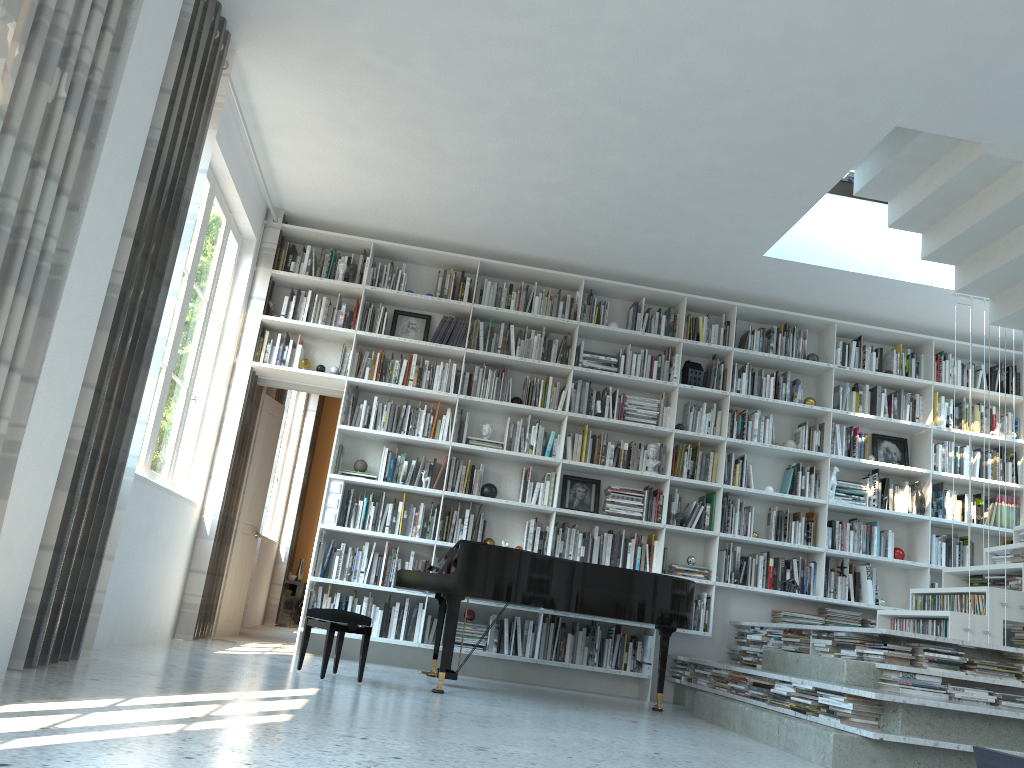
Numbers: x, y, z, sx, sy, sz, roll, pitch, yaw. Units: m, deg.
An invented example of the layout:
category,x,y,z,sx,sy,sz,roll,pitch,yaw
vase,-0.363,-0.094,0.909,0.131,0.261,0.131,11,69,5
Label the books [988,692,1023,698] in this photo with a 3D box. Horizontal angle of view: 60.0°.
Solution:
category,x,y,z,sx,sy,sz,roll,pitch,yaw
books,2.622,1.631,4.642,0.275,0.009,0.177,9,-15,-5

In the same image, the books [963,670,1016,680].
category,x,y,z,sx,sy,sz,roll,pitch,yaw
books,2.543,1.566,4.786,0.294,0.014,0.134,10,-15,-8

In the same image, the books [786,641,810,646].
category,x,y,z,sx,sy,sz,roll,pitch,yaw
books,1.922,1.711,5.826,0.159,0.018,0.203,10,-15,-7

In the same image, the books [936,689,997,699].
category,x,y,z,sx,sy,sz,roll,pitch,yaw
books,2.346,1.609,4.618,0.272,0.012,0.159,10,-15,-7

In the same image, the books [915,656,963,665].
category,x,y,z,sx,sy,sz,roll,pitch,yaw
books,2.274,1.482,4.761,0.210,0.012,0.168,9,-15,-4

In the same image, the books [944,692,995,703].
category,x,y,z,sx,sy,sz,roll,pitch,yaw
books,2.345,1.622,4.604,0.232,0.019,0.170,11,-15,-10

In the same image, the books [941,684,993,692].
category,x,y,z,sx,sy,sz,roll,pitch,yaw
books,2.349,1.585,4.630,0.242,0.005,0.153,9,-15,-4

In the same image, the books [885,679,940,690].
category,x,y,z,sx,sy,sz,roll,pitch,yaw
books,2.069,1.554,4.590,0.210,0.012,0.168,8,-15,-1

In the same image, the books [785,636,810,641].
category,x,y,z,sx,sy,sz,roll,pitch,yaw
books,1.920,1.679,5.833,0.161,0.012,0.255,8,-15,-1

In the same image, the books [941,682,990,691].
category,x,y,z,sx,sy,sz,roll,pitch,yaw
books,2.350,1.577,4.634,0.220,0.013,0.149,9,-15,-6

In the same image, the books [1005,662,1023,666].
category,x,y,z,sx,sy,sz,roll,pitch,yaw
books,2.850,1.536,4.805,0.261,0.012,0.180,8,-15,-1

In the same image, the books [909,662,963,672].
category,x,y,z,sx,sy,sz,roll,pitch,yaw
books,2.268,1.519,4.760,0.227,0.012,0.149,10,-15,-7

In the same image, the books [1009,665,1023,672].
category,x,y,z,sx,sy,sz,roll,pitch,yaw
books,2.846,1.558,4.808,0.284,0.030,0.177,9,-15,-4

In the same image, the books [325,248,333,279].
category,x,y,z,sx,sy,sz,roll,pitch,yaw
books,-1.448,-0.905,7.004,0.014,0.303,0.146,9,-14,-5

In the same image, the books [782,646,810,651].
category,x,y,z,sx,sy,sz,roll,pitch,yaw
books,1.908,1.741,5.817,0.178,0.014,0.248,10,-15,-7

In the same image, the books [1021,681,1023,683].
category,x,y,z,sx,sy,sz,roll,pitch,yaw
books,2.837,1.622,4.790,0.220,0.011,0.178,10,-15,-7

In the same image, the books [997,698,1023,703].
category,x,y,z,sx,sy,sz,roll,pitch,yaw
books,2.624,1.661,4.653,0.273,0.009,0.129,8,-15,-2

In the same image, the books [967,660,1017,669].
category,x,y,z,sx,sy,sz,roll,pitch,yaw
books,2.552,1.512,4.785,0.246,0.013,0.173,9,-15,-6

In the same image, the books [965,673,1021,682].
category,x,y,z,sx,sy,sz,roll,pitch,yaw
books,2.544,1.571,4.764,0.287,0.005,0.165,8,-15,0

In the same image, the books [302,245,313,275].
category,x,y,z,sx,sy,sz,roll,pitch,yaw
books,-1.614,-0.923,6.984,0.028,0.282,0.190,9,-14,-5

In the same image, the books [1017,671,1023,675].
category,x,y,z,sx,sy,sz,roll,pitch,yaw
books,2.842,1.582,4.811,0.268,0.014,0.160,9,-15,-6

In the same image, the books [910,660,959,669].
category,x,y,z,sx,sy,sz,roll,pitch,yaw
books,2.269,1.509,4.768,0.207,0.012,0.132,10,-15,-9

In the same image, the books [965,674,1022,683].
category,x,y,z,sx,sy,sz,roll,pitch,yaw
books,2.543,1.577,4.763,0.291,0.007,0.174,8,-15,-2

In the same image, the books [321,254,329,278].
category,x,y,z,sx,sy,sz,roll,pitch,yaw
books,-1.475,-0.883,7.010,0.030,0.257,0.130,9,-14,-5

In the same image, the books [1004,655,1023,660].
category,x,y,z,sx,sy,sz,roll,pitch,yaw
books,2.855,1.500,4.811,0.285,0.013,0.181,11,-15,-10

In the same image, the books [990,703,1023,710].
category,x,y,z,sx,sy,sz,roll,pitch,yaw
books,2.620,1.691,4.642,0.249,0.009,0.144,9,-15,-6

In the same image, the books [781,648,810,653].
category,x,y,z,sx,sy,sz,roll,pitch,yaw
books,1.899,1.751,5.813,0.182,0.011,0.254,8,-15,-1

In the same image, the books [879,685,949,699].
category,x,y,z,sx,sy,sz,roll,pitch,yaw
books,2.065,1.586,4.568,0.262,0.023,0.200,10,-15,-7

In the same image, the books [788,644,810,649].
category,x,y,z,sx,sy,sz,roll,pitch,yaw
books,1.931,1.729,5.822,0.138,0.017,0.238,9,-15,-6

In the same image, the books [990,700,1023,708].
category,x,y,z,sx,sy,sz,roll,pitch,yaw
books,2.624,1.673,4.625,0.250,0.018,0.178,8,-15,-2

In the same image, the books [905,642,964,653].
category,x,y,z,sx,sy,sz,roll,pitch,yaw
books,2.280,1.424,4.795,0.261,0.016,0.129,9,-15,-6

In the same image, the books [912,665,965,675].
category,x,y,z,sx,sy,sz,roll,pitch,yaw
books,2.268,1.529,4.742,0.216,0.015,0.178,10,-15,-7

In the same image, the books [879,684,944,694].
category,x,y,z,sx,sy,sz,roll,pitch,yaw
books,2.065,1.576,4.591,0.264,0.006,0.165,9,-15,-4

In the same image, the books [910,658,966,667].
category,x,y,z,sx,sy,sz,roll,pitch,yaw
books,2.274,1.491,4.748,0.215,0.013,0.190,9,-15,-6

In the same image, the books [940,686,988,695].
category,x,y,z,sx,sy,sz,roll,pitch,yaw
books,2.347,1.597,4.633,0.211,0.018,0.135,8,-15,-2

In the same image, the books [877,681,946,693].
category,x,y,z,sx,sy,sz,roll,pitch,yaw
books,2.066,1.570,4.592,0.285,0.008,0.160,10,-15,-7

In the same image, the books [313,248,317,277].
category,x,y,z,sx,sy,sz,roll,pitch,yaw
books,-1.552,-0.907,6.972,0.057,0.262,0.191,9,-14,-5

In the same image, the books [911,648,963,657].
category,x,y,z,sx,sy,sz,roll,pitch,yaw
books,2.278,1.446,4.777,0.221,0.018,0.154,9,-15,-4

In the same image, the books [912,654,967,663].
category,x,y,z,sx,sy,sz,roll,pitch,yaw
books,2.275,1.472,4.766,0.260,0.009,0.153,8,-15,-2

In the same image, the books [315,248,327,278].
category,x,y,z,sx,sy,sz,roll,pitch,yaw
books,-1.505,-0.905,6.993,0.039,0.282,0.182,9,-14,-5

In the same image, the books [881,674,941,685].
category,x,y,z,sx,sy,sz,roll,pitch,yaw
books,2.070,1.536,4.611,0.257,0.010,0.132,8,-15,-1

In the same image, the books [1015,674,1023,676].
category,x,y,z,sx,sy,sz,roll,pitch,yaw
books,2.843,1.587,4.789,0.281,0.008,0.181,8,-15,0

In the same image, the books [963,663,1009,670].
category,x,y,z,sx,sy,sz,roll,pitch,yaw
books,2.550,1.524,4.788,0.179,0.010,0.160,9,-15,-3

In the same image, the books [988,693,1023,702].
category,x,y,z,sx,sy,sz,roll,pitch,yaw
books,2.629,1.642,4.631,0.287,0.018,0.190,9,-15,-6

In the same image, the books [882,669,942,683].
category,x,y,z,sx,sy,sz,roll,pitch,yaw
books,2.074,1.516,4.602,0.234,0.025,0.158,11,-15,-10

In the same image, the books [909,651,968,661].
category,x,y,z,sx,sy,sz,roll,pitch,yaw
books,2.279,1.456,4.748,0.230,0.015,0.190,8,-15,0

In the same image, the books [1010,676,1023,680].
category,x,y,z,sx,sy,sz,roll,pitch,yaw
books,2.838,1.605,4.810,0.262,0.016,0.132,11,-15,-10

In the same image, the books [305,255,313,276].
category,x,y,z,sx,sy,sz,roll,pitch,yaw
books,-1.590,-0.884,6.968,0.030,0.205,0.176,9,-14,-5

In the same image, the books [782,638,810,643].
category,x,y,z,sx,sy,sz,roll,pitch,yaw
books,1.915,1.693,5.829,0.179,0.017,0.293,9,-15,-4

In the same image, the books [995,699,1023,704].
category,x,y,z,sx,sy,sz,roll,pitch,yaw
books,2.625,1.663,4.634,0.254,0.005,0.161,10,-15,-9

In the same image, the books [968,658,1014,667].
category,x,y,z,sx,sy,sz,roll,pitch,yaw
books,2.554,1.499,4.782,0.203,0.011,0.173,10,-15,-10

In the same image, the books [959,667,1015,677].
category,x,y,z,sx,sy,sz,roll,pitch,yaw
books,2.547,1.549,4.774,0.214,0.015,0.177,9,-15,-4

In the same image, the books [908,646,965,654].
category,x,y,z,sx,sy,sz,roll,pitch,yaw
books,2.281,1.431,4.773,0.228,0.009,0.159,10,-15,-9

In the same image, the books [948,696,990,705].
category,x,y,z,sx,sy,sz,roll,pitch,yaw
books,2.341,1.641,4.614,0.208,0.015,0.153,10,-15,-7

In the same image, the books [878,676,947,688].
category,x,y,z,sx,sy,sz,roll,pitch,yaw
books,2.070,1.544,4.596,0.292,0.012,0.160,8,-15,-2

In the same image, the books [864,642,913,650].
category,x,y,z,sx,sy,sz,roll,pitch,yaw
books,2.055,1.432,4.850,0.149,0.014,0.229,10,-15,-7

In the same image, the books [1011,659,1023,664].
category,x,y,z,sx,sy,sz,roll,pitch,yaw
books,2.851,1.521,4.817,0.192,0.024,0.168,8,-15,0

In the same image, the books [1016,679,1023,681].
category,x,y,z,sx,sy,sz,roll,pitch,yaw
books,2.837,1.615,4.802,0.259,0.009,0.153,10,-15,-8

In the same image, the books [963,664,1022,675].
category,x,y,z,sx,sy,sz,roll,pitch,yaw
books,2.551,1.531,4.763,0.273,0.014,0.188,11,-15,-10
